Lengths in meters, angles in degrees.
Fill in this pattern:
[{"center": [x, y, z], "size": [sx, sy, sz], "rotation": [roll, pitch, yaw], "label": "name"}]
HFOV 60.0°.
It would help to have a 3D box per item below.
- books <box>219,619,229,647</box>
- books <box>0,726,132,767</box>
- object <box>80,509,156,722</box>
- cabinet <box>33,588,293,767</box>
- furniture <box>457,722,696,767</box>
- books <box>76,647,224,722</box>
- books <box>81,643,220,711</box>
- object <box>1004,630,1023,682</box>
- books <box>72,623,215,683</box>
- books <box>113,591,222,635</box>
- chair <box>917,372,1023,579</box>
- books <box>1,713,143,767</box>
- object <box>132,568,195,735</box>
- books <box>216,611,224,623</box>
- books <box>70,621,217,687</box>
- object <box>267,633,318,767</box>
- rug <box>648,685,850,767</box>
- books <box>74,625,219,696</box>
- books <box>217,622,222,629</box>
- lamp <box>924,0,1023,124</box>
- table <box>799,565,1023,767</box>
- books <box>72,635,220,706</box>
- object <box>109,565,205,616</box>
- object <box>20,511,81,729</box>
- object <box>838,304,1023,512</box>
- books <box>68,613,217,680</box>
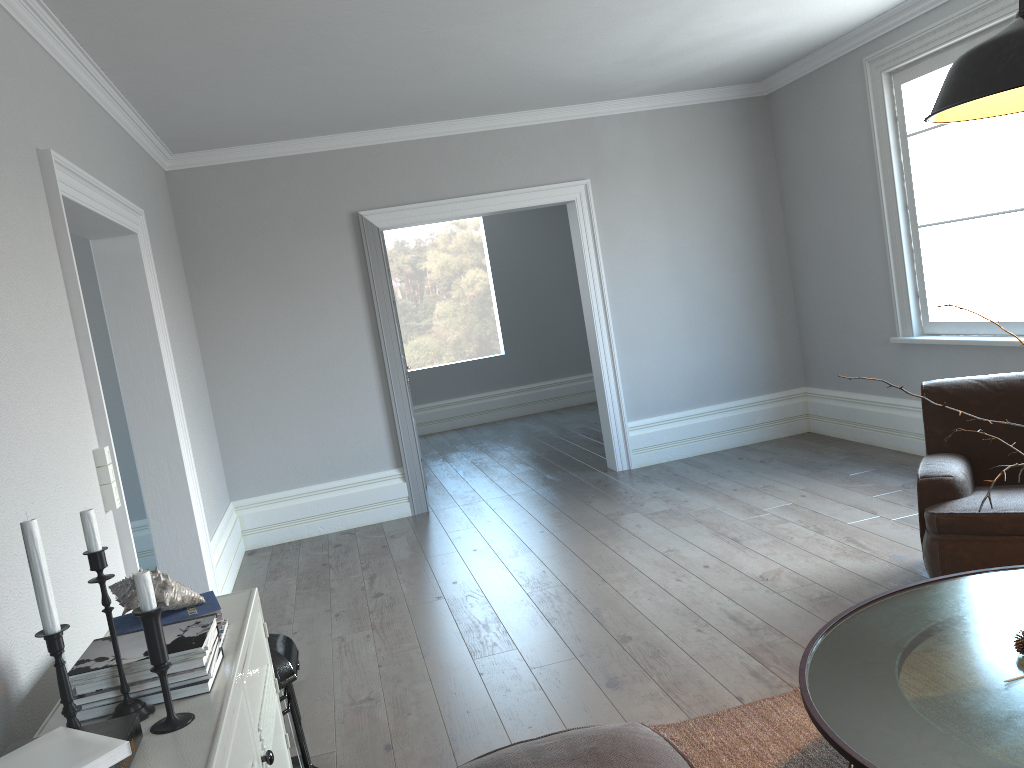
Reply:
[{"center": [-0.808, 0.623, 2.103], "size": [0.244, 0.014, 0.196], "rotation": [-11, 6, -11], "label": "books"}, {"center": [-0.756, 0.623, 1.454], "size": [0.199, 0.024, 0.161], "rotation": [-6, 7, 33], "label": "books"}, {"center": [-0.787, 0.447, 1.731], "size": [0.092, 0.431, 0.092], "rotation": [-5, 7, 38], "label": "object"}, {"center": [-0.709, 1.013, 1.946], "size": [0.408, 0.757, 1.152], "rotation": [-10, 6, -11], "label": "cabinet"}, {"center": [0.138, 1.039, 1.860], "size": [0.583, 0.439, 0.574], "rotation": [-10, 6, -11], "label": "furniture"}, {"center": [-0.765, 0.634, 1.880], "size": [0.271, 0.022, 0.200], "rotation": [-10, 6, -9], "label": "books"}, {"center": [-0.761, 0.613, 1.887], "size": [0.254, 0.016, 0.200], "rotation": [-11, 6, -13], "label": "books"}, {"center": [1.226, 0.558, 1.901], "size": [0.404, 0.067, 0.153], "rotation": [-9, 6, 6], "label": "object"}, {"center": [-0.769, 0.557, 1.878], "size": [0.260, 0.010, 0.196], "rotation": [-11, 6, -13], "label": "books"}, {"center": [-0.820, 0.551, 2.106], "size": [0.235, 0.014, 0.184], "rotation": [-12, 6, -24], "label": "books"}, {"center": [2.002, 0.404, 3.365], "size": [0.807, 0.795, 0.971], "rotation": [-6, 6, 29], "label": "chair"}, {"center": [-0.761, 0.658, 1.481], "size": [0.218, 0.049, 0.276], "rotation": [-11, 6, -11], "label": "books"}, {"center": [-0.670, 0.496, 1.674], "size": [0.083, 0.311, 0.083], "rotation": [-13, 6, -34], "label": "object"}, {"center": [-0.819, 0.566, 2.112], "size": [0.235, 0.017, 0.184], "rotation": [-12, 6, -24], "label": "books"}, {"center": [-0.772, 0.567, 1.879], "size": [0.265, 0.010, 0.196], "rotation": [-11, 6, -11], "label": "books"}, {"center": [-0.827, 1.024, 2.836], "size": [0.323, 0.599, 0.323], "rotation": [-10, 5, -11], "label": "object"}, {"center": [1.317, 1.031, 1.818], "size": [2.819, 0.090, 2.401], "rotation": [-10, 6, -11], "label": "rug"}, {"center": [-0.765, 0.581, 1.879], "size": [0.251, 0.019, 0.200], "rotation": [-10, 6, -9], "label": "books"}, {"center": [-0.818, 0.583, 2.107], "size": [0.235, 0.014, 0.184], "rotation": [-12, 6, -22], "label": "books"}, {"center": [0.983, -1.093, 1.660], "size": [0.504, 1.075, 0.504], "rotation": [-6, 7, 36], "label": "lamp"}, {"center": [1.306, 0.832, 1.841], "size": [1.300, 0.503, 1.300], "rotation": [-11, 6, -18], "label": "table"}, {"center": [-0.770, 0.600, 1.875], "size": [0.271, 0.016, 0.222], "rotation": [-11, 6, -11], "label": "books"}, {"center": [-0.835, 0.484, 2.091], "size": [0.194, 0.127, 0.192], "rotation": [-11, 6, -18], "label": "object"}, {"center": [-0.857, 0.455, 1.651], "size": [0.066, 0.457, 0.066], "rotation": [-14, 7, -44], "label": "object"}, {"center": [1.064, 0.081, 1.811], "size": [0.854, 1.065, 0.525], "rotation": [-14, 7, -40], "label": "object"}, {"center": [-0.771, 0.549, 1.870], "size": [0.263, 0.008, 0.212], "rotation": [-10, 6, -10], "label": "books"}]
